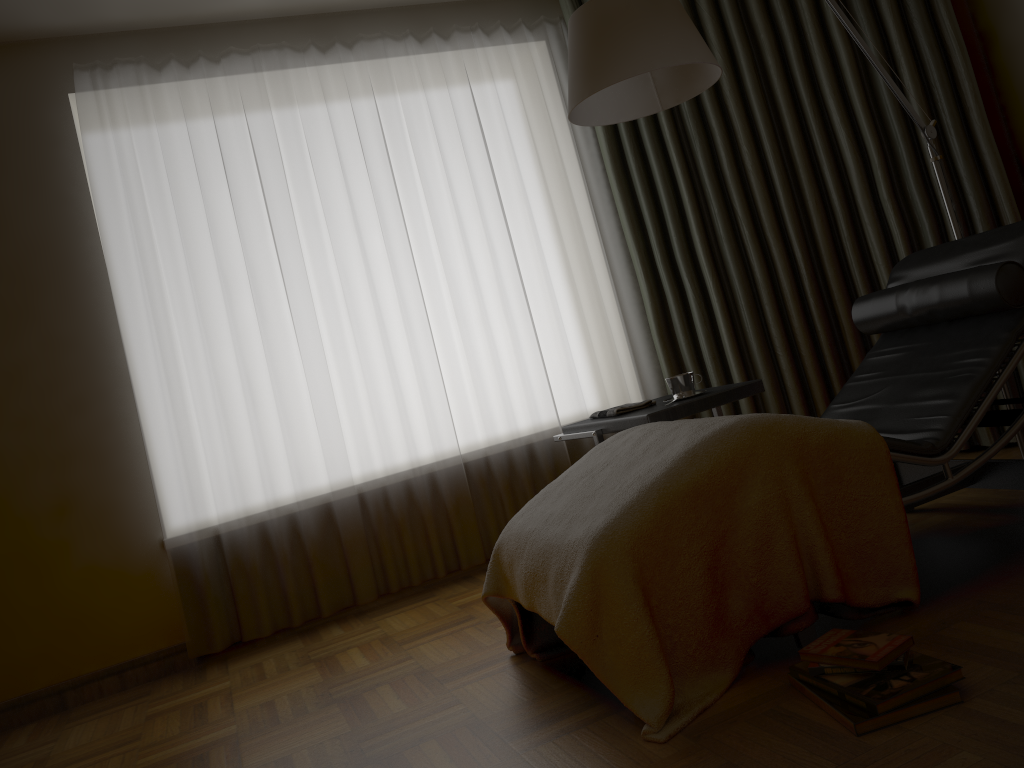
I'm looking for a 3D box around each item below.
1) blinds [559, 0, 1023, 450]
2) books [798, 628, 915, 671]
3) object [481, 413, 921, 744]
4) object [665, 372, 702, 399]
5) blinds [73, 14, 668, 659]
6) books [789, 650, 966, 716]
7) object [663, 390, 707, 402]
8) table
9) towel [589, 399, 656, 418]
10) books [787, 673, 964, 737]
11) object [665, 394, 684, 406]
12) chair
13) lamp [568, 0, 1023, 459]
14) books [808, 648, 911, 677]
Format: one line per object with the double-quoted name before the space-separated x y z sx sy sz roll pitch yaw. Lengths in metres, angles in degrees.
"blinds" 1.165 -0.860 3.714 1.518 2.468 0.225 -16 -5 24
"books" 0.654 0.503 1.682 0.124 0.018 0.170 -15 0 -36
"object" 0.402 0.377 2.224 0.915 0.523 0.907 -14 -1 -20
"object" 0.579 0.007 2.976 0.111 0.079 0.097 -14 -2 -19
"blinds" -0.451 -0.373 3.670 2.211 2.306 0.091 -14 -5 -21
"books" 0.671 0.537 1.648 0.190 0.020 0.262 -15 0 -16
"object" 0.583 0.044 2.971 0.151 0.009 0.148 -15 0 -15
"table" 0.512 0.090 3.057 0.503 0.045 0.511 -15 0 -29
"towel" 0.390 0.088 3.096 0.180 0.035 0.238 -15 0 -16
"books" 0.662 0.561 1.638 0.200 0.022 0.278 -15 0 -6
"object" 0.528 0.051 2.886 0.029 0.020 0.124 -16 0 39
"chair" 0.851 0.104 2.411 1.800 0.803 0.628 -14 -3 -21
"lamp" 0.944 -0.482 2.630 1.423 1.980 0.446 -14 -4 -17
"books" 0.664 0.519 1.685 0.171 0.018 0.124 -14 0 29
